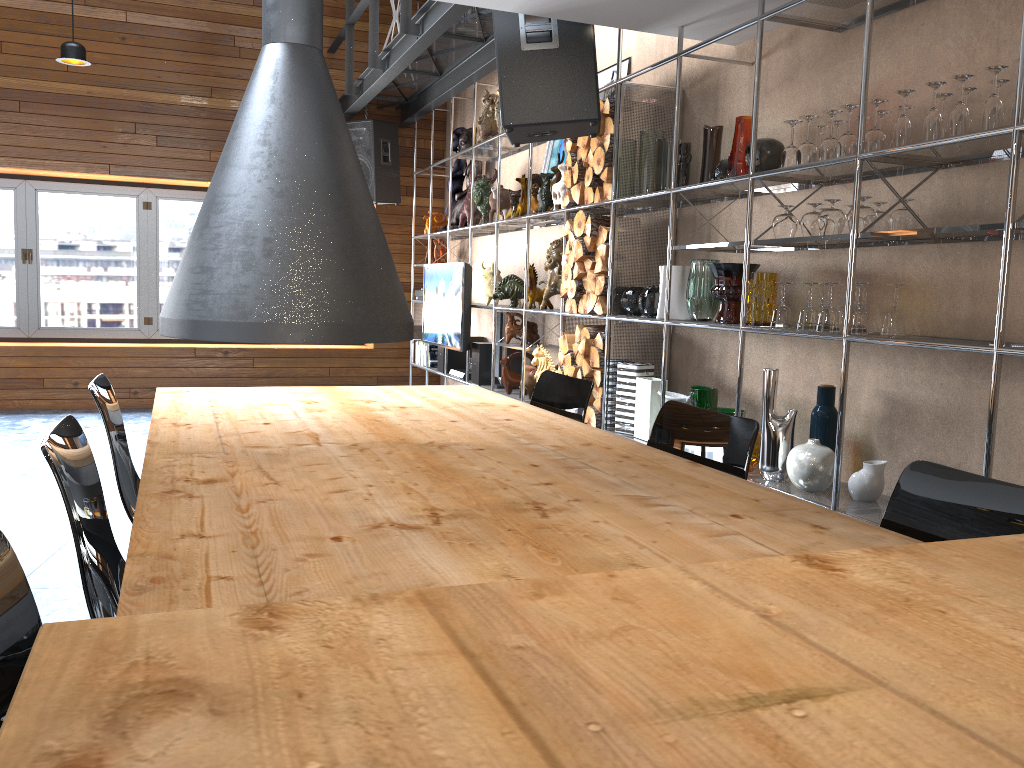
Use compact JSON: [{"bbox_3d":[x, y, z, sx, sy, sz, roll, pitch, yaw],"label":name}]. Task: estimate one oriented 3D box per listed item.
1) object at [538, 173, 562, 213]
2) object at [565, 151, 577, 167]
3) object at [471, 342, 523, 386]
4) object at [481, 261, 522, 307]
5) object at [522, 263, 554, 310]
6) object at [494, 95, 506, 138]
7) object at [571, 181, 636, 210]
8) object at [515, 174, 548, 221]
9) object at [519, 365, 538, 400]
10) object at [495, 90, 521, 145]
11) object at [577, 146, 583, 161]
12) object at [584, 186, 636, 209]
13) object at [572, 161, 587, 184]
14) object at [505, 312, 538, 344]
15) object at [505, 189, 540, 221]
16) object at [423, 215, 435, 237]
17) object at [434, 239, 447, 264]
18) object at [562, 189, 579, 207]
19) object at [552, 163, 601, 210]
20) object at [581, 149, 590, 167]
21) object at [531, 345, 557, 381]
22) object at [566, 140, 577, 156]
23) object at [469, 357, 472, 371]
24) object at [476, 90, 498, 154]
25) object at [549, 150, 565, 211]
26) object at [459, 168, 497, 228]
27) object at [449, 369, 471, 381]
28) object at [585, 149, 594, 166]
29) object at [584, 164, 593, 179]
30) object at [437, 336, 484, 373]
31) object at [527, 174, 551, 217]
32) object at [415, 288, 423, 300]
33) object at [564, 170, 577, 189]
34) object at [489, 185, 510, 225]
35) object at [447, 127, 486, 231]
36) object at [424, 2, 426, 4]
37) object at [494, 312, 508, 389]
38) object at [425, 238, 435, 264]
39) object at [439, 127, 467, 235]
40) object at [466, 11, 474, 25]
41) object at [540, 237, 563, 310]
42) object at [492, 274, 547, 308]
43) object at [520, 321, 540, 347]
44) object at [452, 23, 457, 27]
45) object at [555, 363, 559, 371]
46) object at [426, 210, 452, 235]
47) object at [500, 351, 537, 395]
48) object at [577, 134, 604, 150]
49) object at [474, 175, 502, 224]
[{"bbox_3d":[0.285,-1.142,5.357,0.253,0.249,0.126,0,6,-16],"label":"object"},{"bbox_3d":[0.458,-1.203,4.844,0.331,0.110,0.107,0,6,-19],"label":"object"},{"bbox_3d":[-0.107,-0.147,6.482,0.343,0.303,0.175,0,6,-21],"label":"object"},{"bbox_3d":[-0.073,-0.698,6.180,0.325,0.309,0.154,-2,7,-36],"label":"object"},{"bbox_3d":[0.188,-0.618,5.632,0.290,0.290,0.097,-3,8,-40],"label":"object"},{"bbox_3d":[-0.033,-1.802,5.993,0.208,0.280,0.131,-3,8,-39],"label":"object"},{"bbox_3d":[0.508,-1.009,4.786,0.362,0.131,0.154,0,6,-21],"label":"object"},{"bbox_3d":[0.155,-1.198,5.703,0.290,0.290,0.097,-1,6,-22],"label":"object"},{"bbox_3d":[0.121,-0.015,5.695,0.119,0.220,0.212,3,6,13],"label":"object"},{"bbox_3d":[0.006,-1.923,6.275,0.215,0.458,0.328,0,6,-16],"label":"object"},{"bbox_3d":[0.500,-1.251,4.769,0.290,0.153,0.112,0,6,-18],"label":"object"},{"bbox_3d":[0.538,-0.991,4.664,0.299,0.114,0.135,0,6,-19],"label":"object"},{"bbox_3d":[0.489,-1.133,4.758,0.329,0.135,0.095,0,6,-17],"label":"object"},{"bbox_3d":[0.063,-0.370,5.918,0.217,0.214,0.108,2,6,4],"label":"object"},{"bbox_3d":[0.102,-1.177,5.870,0.272,0.207,0.137,0,6,-17],"label":"object"},{"bbox_3d":[-0.699,-1.420,7.917,0.233,0.209,0.107,-2,7,-34],"label":"object"},{"bbox_3d":[-0.615,-1.155,7.741,0.060,0.223,0.267,5,6,25],"label":"object"},{"bbox_3d":[0.450,-1.016,4.870,0.330,0.105,0.107,0,6,-18],"label":"object"},{"bbox_3d":[0.386,-1.120,5.050,0.314,0.280,0.151,-1,6,-22],"label":"object"},{"bbox_3d":[0.534,-1.186,4.687,0.330,0.098,0.107,0,6,-17],"label":"object"},{"bbox_3d":[0.273,-0.049,5.366,0.375,0.363,0.170,6,7,35],"label":"object"},{"bbox_3d":[0.454,-1.270,4.833,0.308,0.120,0.098,0,6,-16],"label":"object"},{"bbox_3d":[-0.286,-0.151,6.881,0.080,0.101,0.223,0,6,-21],"label":"object"},{"bbox_3d":[-0.189,-1.965,6.680,0.207,0.442,0.328,-1,7,-28],"label":"object"},{"bbox_3d":[0.318,-1.178,5.198,0.198,0.358,0.116,0,6,-13],"label":"object"},{"bbox_3d":[-0.276,-1.394,6.709,0.219,0.440,0.463,0,6,-21],"label":"object"},{"bbox_3d":[-0.284,-0.072,6.891,0.325,0.058,0.360,0,6,-21],"label":"object"},{"bbox_3d":[0.547,-1.164,4.607,0.331,0.110,0.101,-1,6,-23],"label":"object"},{"bbox_3d":[0.540,-1.106,4.669,0.288,0.118,0.147,0,6,-17],"label":"object"},{"bbox_3d":[-0.425,-0.244,7.322,0.343,0.303,0.175,0,6,-21],"label":"object"},{"bbox_3d":[0.194,-1.174,5.540,0.227,0.270,0.123,0,6,-21],"label":"object"},{"bbox_3d":[-0.664,-0.796,7.884,0.320,0.114,0.405,0,6,-21],"label":"object"},{"bbox_3d":[0.448,-1.111,4.866,0.321,0.109,0.110,-1,6,-21],"label":"object"},{"bbox_3d":[-0.078,-1.238,6.113,0.164,0.266,0.237,1,6,-4],"label":"object"},{"bbox_3d":[-0.367,-1.647,7.158,0.305,0.839,0.237,0,6,-19],"label":"object"},{"bbox_3d":[-0.662,-3.290,7.766,0.246,0.016,0.182,0,6,-21],"label":"object"},{"bbox_3d":[-0.067,-0.238,6.234,0.112,0.533,0.112,0,6,-21],"label":"object"},{"bbox_3d":[-0.690,-1.180,7.926,0.116,0.229,0.233,4,6,19],"label":"object"},{"bbox_3d":[-0.480,-1.698,7.397,0.244,0.879,0.244,3,6,8],"label":"object"},{"bbox_3d":[-0.291,-2.807,6.699,0.111,0.174,0.011,0,6,-21],"label":"object"},{"bbox_3d":[0.335,-0.651,5.235,0.210,0.451,0.405,-1,7,-29],"label":"object"},{"bbox_3d":[0.074,-0.614,5.868,0.403,0.221,0.192,4,6,16],"label":"object"},{"bbox_3d":[0.122,-0.325,5.704,0.105,0.168,0.210,4,6,19],"label":"object"},{"bbox_3d":[-0.570,-3.071,7.534,0.201,0.012,0.161,0,6,-21],"label":"object"},{"bbox_3d":[0.332,-0.023,5.161,0.198,0.358,0.116,-1,7,-28],"label":"object"},{"bbox_3d":[-0.608,-1.393,7.685,0.278,0.222,0.138,1,6,-10],"label":"object"},{"bbox_3d":[0.040,-0.072,5.913,0.249,0.290,0.114,2,6,5],"label":"object"},{"bbox_3d":[0.516,-1.267,4.617,0.321,0.128,0.164,0,6,-20],"label":"object"},{"bbox_3d":[-0.148,-1.307,6.330,0.255,0.356,0.167,2,6,-2],"label":"object"}]
